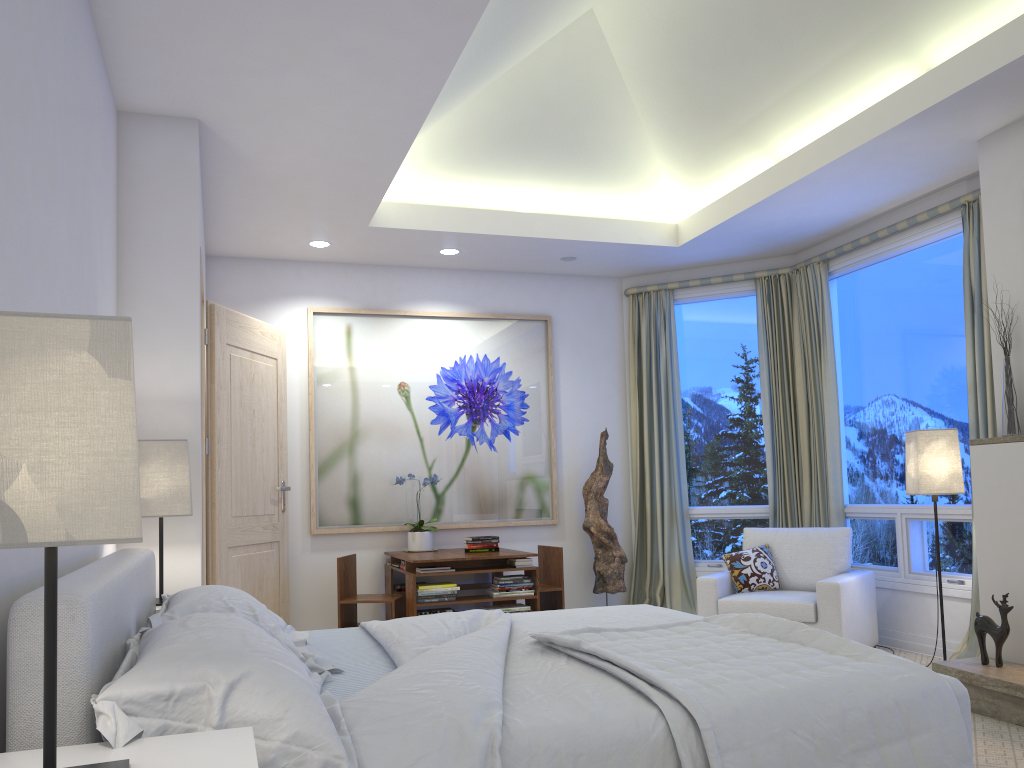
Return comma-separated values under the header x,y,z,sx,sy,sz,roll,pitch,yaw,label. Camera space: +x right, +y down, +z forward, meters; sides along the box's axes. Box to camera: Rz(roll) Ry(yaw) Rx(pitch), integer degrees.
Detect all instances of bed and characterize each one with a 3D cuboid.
x,y,z,sx,sy,sz,roll,pitch,yaw,label
-0.137,0.856,2.462,2.019,0.811,1.978,1,-7,-19,bed

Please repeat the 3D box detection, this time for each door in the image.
x,y,z,sx,sy,sz,roll,pitch,yaw,label
-1.510,0.541,4.608,0.360,2.047,1.791,-2,-5,-1,door

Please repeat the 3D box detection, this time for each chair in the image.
x,y,z,sx,sy,sz,roll,pitch,yaw,label
-0.826,1.332,5.303,0.340,0.608,0.341,-2,-5,7,chair
0.103,1.339,5.587,0.340,0.608,0.341,0,-5,-23,chair
1.553,1.176,5.015,0.808,0.703,0.689,-6,-7,36,chair

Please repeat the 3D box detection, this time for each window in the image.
x,y,z,sx,sy,sz,roll,pitch,yaw,label
2.305,0.156,5.054,0.206,2.018,1.520,0,-5,-18,window
2.377,-0.057,3.347,0.814,2.017,6.879,0,-7,-18,window

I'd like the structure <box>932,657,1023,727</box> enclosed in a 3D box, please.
x,y,z,sx,sy,sz,roll,pitch,yaw,label
2.164,1.197,3.174,0.329,0.171,1.462,0,-7,-18,structure

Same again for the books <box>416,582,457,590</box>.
x,y,z,sx,sy,sz,roll,pitch,yaw,label
-0.441,1.148,5.042,0.217,0.019,0.157,1,-7,-18,books

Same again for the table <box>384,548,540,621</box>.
x,y,z,sx,sy,sz,roll,pitch,yaw,label
-0.331,1.338,5.435,0.740,0.597,0.905,0,-6,-18,table

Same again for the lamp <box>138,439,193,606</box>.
x,y,z,sx,sy,sz,roll,pitch,yaw,label
-1.268,0.497,3.203,0.210,0.580,0.211,0,-5,-18,lamp

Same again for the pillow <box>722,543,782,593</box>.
x,y,z,sx,sy,sz,roll,pitch,yaw,label
1.385,1.065,5.118,0.284,0.271,0.188,-1,-5,-9,pillow

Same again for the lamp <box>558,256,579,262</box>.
x,y,z,sx,sy,sz,roll,pitch,yaw,label
0.376,-0.827,5.890,0.137,0.014,0.137,-8,-10,43,lamp

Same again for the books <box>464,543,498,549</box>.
x,y,z,sx,sy,sz,roll,pitch,yaw,label
-0.191,0.997,5.474,0.190,0.031,0.132,0,-7,-13,books

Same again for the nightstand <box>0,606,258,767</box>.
x,y,z,sx,sy,sz,roll,pitch,yaw,label
-0.865,0.947,2.140,0.400,0.597,2.562,0,-7,-18,nightstand

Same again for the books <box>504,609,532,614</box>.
x,y,z,sx,sy,sz,roll,pitch,yaw,label
-0.028,1.334,5.172,0.257,0.033,0.156,1,-7,-18,books

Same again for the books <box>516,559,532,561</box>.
x,y,z,sx,sy,sz,roll,pitch,yaw,label
0.050,1.030,5.202,0.100,0.012,0.140,1,-7,-18,books

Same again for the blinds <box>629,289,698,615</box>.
x,y,z,sx,sy,sz,roll,pitch,yaw,label
0.969,0.498,6.161,0.643,2.365,0.295,-4,-4,23,blinds

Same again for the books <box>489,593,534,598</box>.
x,y,z,sx,sy,sz,roll,pitch,yaw,label
-0.009,1.229,5.187,0.239,0.017,0.173,0,-7,-13,books

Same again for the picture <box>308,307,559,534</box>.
x,y,z,sx,sy,sz,roll,pitch,yaw,label
-0.501,0.239,5.941,1.680,1.454,0.030,0,-4,-18,picture

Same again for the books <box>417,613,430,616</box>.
x,y,z,sx,sy,sz,roll,pitch,yaw,label
-0.441,1.302,5.007,0.205,0.018,0.119,1,-7,-18,books

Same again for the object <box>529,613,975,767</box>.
x,y,z,sx,sy,sz,roll,pitch,yaw,label
0.521,0.852,2.194,0.718,0.464,0.917,1,-7,-22,object

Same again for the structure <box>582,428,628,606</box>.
x,y,z,sx,sy,sz,roll,pitch,yaw,label
0.627,0.991,6.063,0.305,1.388,0.265,0,-4,-18,structure

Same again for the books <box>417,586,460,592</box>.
x,y,z,sx,sy,sz,roll,pitch,yaw,label
-0.430,1.166,5.052,0.239,0.019,0.173,0,-7,-13,books

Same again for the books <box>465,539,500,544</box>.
x,y,z,sx,sy,sz,roll,pitch,yaw,label
-0.187,0.973,5.477,0.205,0.020,0.125,-1,-7,-8,books

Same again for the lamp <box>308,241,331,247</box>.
x,y,z,sx,sy,sz,roll,pitch,yaw,label
-1.168,-0.843,5.377,0.137,0.014,0.137,-8,-10,43,lamp

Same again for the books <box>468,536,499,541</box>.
x,y,z,sx,sy,sz,roll,pitch,yaw,label
-0.186,0.954,5.477,0.180,0.018,0.126,1,-8,-23,books

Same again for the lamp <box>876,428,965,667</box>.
x,y,z,sx,sy,sz,roll,pitch,yaw,label
2.023,0.909,4.995,0.276,1.200,1.536,-1,-6,-6,lamp

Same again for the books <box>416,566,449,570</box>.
x,y,z,sx,sy,sz,roll,pitch,yaw,label
-0.450,1.049,5.047,0.177,0.009,0.113,1,-7,-18,books

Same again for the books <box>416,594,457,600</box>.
x,y,z,sx,sy,sz,roll,pitch,yaw,label
-0.441,1.201,5.028,0.234,0.019,0.144,1,-7,-18,books

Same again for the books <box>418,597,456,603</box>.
x,y,z,sx,sy,sz,roll,pitch,yaw,label
-0.445,1.220,5.027,0.217,0.020,0.157,1,-7,-18,books

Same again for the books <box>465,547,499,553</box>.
x,y,z,sx,sy,sz,roll,pitch,yaw,label
-0.187,1.025,5.481,0.212,0.027,0.155,-1,-7,-3,books

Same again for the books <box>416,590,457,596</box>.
x,y,z,sx,sy,sz,roll,pitch,yaw,label
-0.440,1.182,5.037,0.222,0.020,0.155,1,-7,-18,books

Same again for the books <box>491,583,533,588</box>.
x,y,z,sx,sy,sz,roll,pitch,yaw,label
0.000,1.175,5.192,0.217,0.016,0.138,1,-7,-18,books

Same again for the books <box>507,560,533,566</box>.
x,y,z,sx,sy,sz,roll,pitch,yaw,label
0.046,1.049,5.204,0.111,0.022,0.154,1,-7,-18,books

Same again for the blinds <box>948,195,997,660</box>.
x,y,z,sx,sy,sz,roll,pitch,yaw,label
2.318,0.234,4.333,0.228,2.359,0.663,-1,-4,-14,blinds

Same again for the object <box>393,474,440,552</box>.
x,y,z,sx,sy,sz,roll,pitch,yaw,label
-0.611,0.829,5.723,0.305,0.502,0.217,0,-5,-19,object

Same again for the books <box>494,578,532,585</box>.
x,y,z,sx,sy,sz,roll,pitch,yaw,label
0.000,1.155,5.194,0.205,0.026,0.125,0,-7,-13,books

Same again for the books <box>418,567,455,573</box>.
x,y,z,sx,sy,sz,roll,pitch,yaw,label
-0.436,1.060,5.045,0.201,0.015,0.140,1,-7,-18,books

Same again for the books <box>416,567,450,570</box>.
x,y,z,sx,sy,sz,roll,pitch,yaw,label
-0.449,1.049,5.047,0.174,0.008,0.112,1,-7,-18,books

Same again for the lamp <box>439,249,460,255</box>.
x,y,z,sx,sy,sz,roll,pitch,yaw,label
-0.397,-0.835,5.633,0.137,0.014,0.137,-8,-10,43,lamp

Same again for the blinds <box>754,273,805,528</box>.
x,y,z,sx,sy,sz,roll,pitch,yaw,label
1.781,0.432,5.801,0.525,2.362,0.270,-4,-5,25,blinds

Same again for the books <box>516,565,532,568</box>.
x,y,z,sx,sy,sz,roll,pitch,yaw,label
0.049,1.065,5.199,0.101,0.012,0.141,1,-7,-18,books

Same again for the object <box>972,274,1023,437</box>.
x,y,z,sx,sy,sz,roll,pitch,yaw,label
2.117,-0.120,3.818,0.189,0.690,0.194,-2,-4,9,object

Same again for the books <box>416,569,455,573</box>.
x,y,z,sx,sy,sz,roll,pitch,yaw,label
-0.435,1.060,5.045,0.201,0.014,0.137,1,-7,-18,books

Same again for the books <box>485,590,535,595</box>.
x,y,z,sx,sy,sz,roll,pitch,yaw,label
-0.015,1.215,5.191,0.249,0.015,0.180,1,-7,-18,books

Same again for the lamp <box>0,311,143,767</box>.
x,y,z,sx,sy,sz,roll,pitch,yaw,label
-0.576,0.217,1.104,0.210,0.580,0.211,0,-5,-23,lamp

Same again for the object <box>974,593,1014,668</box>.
x,y,z,sx,sy,sz,roll,pitch,yaw,label
2.017,1.028,3.698,0.096,0.306,0.180,1,-5,-32,object

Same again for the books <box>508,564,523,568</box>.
x,y,z,sx,sy,sz,roll,pitch,yaw,label
0.049,1.065,5.198,0.103,0.013,0.143,1,-7,-18,books

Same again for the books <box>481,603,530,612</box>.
x,y,z,sx,sy,sz,roll,pitch,yaw,label
-0.039,1.309,5.170,0.249,0.022,0.180,1,-7,-18,books

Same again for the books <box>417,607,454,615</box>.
x,y,z,sx,sy,sz,roll,pitch,yaw,label
-0.436,1.285,5.008,0.198,0.017,0.114,1,-7,-18,books

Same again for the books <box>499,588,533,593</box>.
x,y,z,sx,sy,sz,roll,pitch,yaw,label
0.000,1.202,5.184,0.205,0.011,0.149,1,-7,-18,books

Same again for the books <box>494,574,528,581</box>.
x,y,z,sx,sy,sz,roll,pitch,yaw,label
-0.006,1.134,5.192,0.177,0.017,0.113,1,-7,-18,books

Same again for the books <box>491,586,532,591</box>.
x,y,z,sx,sy,sz,roll,pitch,yaw,label
-0.007,1.190,5.184,0.209,0.015,0.146,1,-7,-18,books

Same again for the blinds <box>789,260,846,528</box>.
x,y,z,sx,sy,sz,roll,pitch,yaw,label
1.884,0.410,5.639,0.266,2.359,0.526,0,-5,-25,blinds

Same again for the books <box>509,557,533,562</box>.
x,y,z,sx,sy,sz,roll,pitch,yaw,label
0.050,1.030,5.201,0.103,0.013,0.143,1,-7,-18,books

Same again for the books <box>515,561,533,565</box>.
x,y,z,sx,sy,sz,roll,pitch,yaw,label
0.046,1.049,5.205,0.108,0.020,0.151,1,-7,-18,books
